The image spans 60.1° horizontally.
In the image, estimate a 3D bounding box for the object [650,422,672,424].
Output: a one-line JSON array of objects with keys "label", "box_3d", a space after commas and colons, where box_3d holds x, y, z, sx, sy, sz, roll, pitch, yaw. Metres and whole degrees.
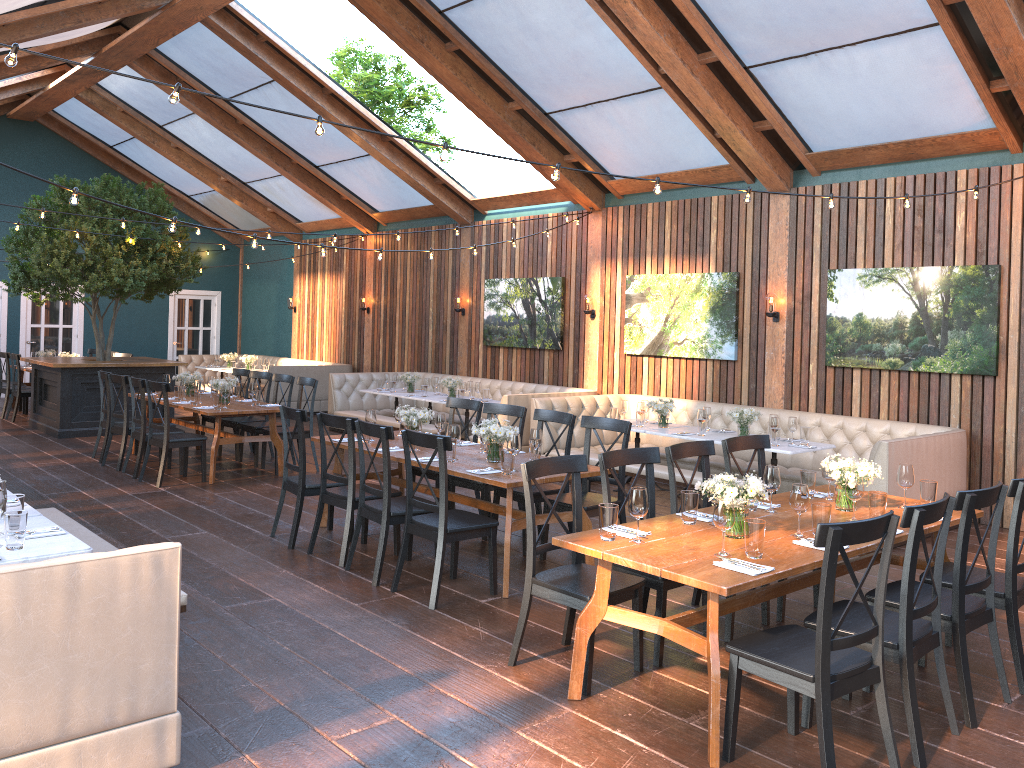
[{"label": "object", "box_3d": [1.574, 0.411, 9.434, 0.255, 0.019, 0.158, -2, 5, -41]}]

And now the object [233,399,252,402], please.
[{"label": "object", "box_3d": [-3.015, 0.186, 9.985, 0.255, 0.019, 0.158, -2, 5, -41]}]

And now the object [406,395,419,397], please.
[{"label": "object", "box_3d": [-1.319, 0.155, 11.940, 0.255, 0.019, 0.158, -2, 5, -41]}]

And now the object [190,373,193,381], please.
[{"label": "object", "box_3d": [-3.946, -0.009, 10.797, 0.092, 0.244, 0.092, 2, 1, 29]}]

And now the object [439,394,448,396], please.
[{"label": "object", "box_3d": [-0.887, 0.147, 12.230, 0.255, 0.019, 0.158, -2, 5, -41]}]

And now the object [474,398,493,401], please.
[{"label": "object", "box_3d": [-0.391, 0.200, 11.666, 0.255, 0.019, 0.158, -2, 5, -41]}]

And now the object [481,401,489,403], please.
[{"label": "object", "box_3d": [-0.423, 0.227, 11.275, 0.157, 0.019, 0.255, -2, 5, -41]}]

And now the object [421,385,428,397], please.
[{"label": "object", "box_3d": [-1.176, 0.095, 11.853, 0.092, 0.158, 0.092, 2, 1, 35]}]

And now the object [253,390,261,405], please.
[{"label": "object", "box_3d": [-2.782, 0.147, 9.639, 0.092, 0.158, 0.092, 2, 1, -5]}]

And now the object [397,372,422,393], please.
[{"label": "object", "box_3d": [-1.435, -0.031, 12.474, 0.336, 0.309, 0.330, 0, 3, -29]}]

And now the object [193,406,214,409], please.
[{"label": "object", "box_3d": [-3.162, 0.240, 9.167, 0.255, 0.019, 0.158, -2, 5, -41]}]

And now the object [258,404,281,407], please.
[{"label": "object", "box_3d": [-2.629, 0.228, 9.544, 0.255, 0.019, 0.158, -2, 5, -41]}]

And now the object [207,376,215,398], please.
[{"label": "object", "box_3d": [-3.523, 0.034, 10.370, 0.092, 0.244, 0.092, 1, 1, -44]}]

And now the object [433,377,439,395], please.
[{"label": "object", "box_3d": [-1.048, 0.031, 12.210, 0.092, 0.244, 0.092, 2, 1, 7]}]

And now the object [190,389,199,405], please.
[{"label": "object", "box_3d": [-3.407, 0.141, 9.483, 0.092, 0.158, 0.092, 1, 1, -15]}]

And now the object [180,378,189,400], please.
[{"label": "object", "box_3d": [-3.707, 0.053, 10.013, 0.092, 0.244, 0.092, 1, 1, -44]}]

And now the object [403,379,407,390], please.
[{"label": "object", "box_3d": [-1.555, 0.010, 12.919, 0.092, 0.158, 0.092, 2, 1, 35]}]

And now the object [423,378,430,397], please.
[{"label": "object", "box_3d": [-1.151, 0.046, 11.960, 0.092, 0.244, 0.092, 2, 1, 7]}]

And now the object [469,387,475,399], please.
[{"label": "object", "box_3d": [-0.531, 0.120, 11.753, 0.092, 0.158, 0.092, 2, 1, 35]}]

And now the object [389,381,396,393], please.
[{"label": "object", "box_3d": [-1.680, 0.040, 12.439, 0.092, 0.158, 0.092, 2, 1, 35]}]

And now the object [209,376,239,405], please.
[{"label": "object", "box_3d": [-3.131, 0.064, 9.609, 0.329, 0.309, 0.337, 1, 2, -4]}]

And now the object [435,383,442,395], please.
[{"label": "object", "box_3d": [-1.026, 0.067, 12.317, 0.092, 0.158, 0.092, 2, 1, 35]}]

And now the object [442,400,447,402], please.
[{"label": "object", "box_3d": [-0.792, 0.211, 11.344, 0.255, 0.019, 0.158, -2, 5, -41]}]

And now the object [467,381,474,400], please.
[{"label": "object", "box_3d": [-0.553, 0.084, 11.646, 0.092, 0.244, 0.092, 2, 1, 7]}]

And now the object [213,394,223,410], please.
[{"label": "object", "box_3d": [-3.012, 0.182, 9.053, 0.092, 0.158, 0.092, 2, 1, -5]}]

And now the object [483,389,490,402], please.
[{"label": "object", "box_3d": [-0.334, 0.149, 11.417, 0.092, 0.158, 0.092, 2, 1, -5]}]

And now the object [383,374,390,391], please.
[{"label": "object", "box_3d": [-1.806, -0.027, 12.736, 0.092, 0.244, 0.092, 2, 1, 7]}]

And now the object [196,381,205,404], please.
[{"label": "object", "box_3d": [-3.387, 0.089, 9.626, 0.092, 0.244, 0.092, 1, 1, -38]}]

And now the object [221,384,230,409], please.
[{"label": "object", "box_3d": [-2.979, 0.130, 9.198, 0.092, 0.244, 0.092, 1, 1, -38]}]

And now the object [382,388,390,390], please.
[{"label": "object", "box_3d": [-1.828, 0.074, 12.901, 0.157, 0.019, 0.255, -2, 5, -41]}]

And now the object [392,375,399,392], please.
[{"label": "object", "box_3d": [-1.656, -0.009, 12.546, 0.092, 0.244, 0.092, 2, 1, 7]}]

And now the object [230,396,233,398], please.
[{"label": "object", "box_3d": [-3.365, 0.152, 10.394, 0.255, 0.019, 0.158, -2, 5, -41]}]

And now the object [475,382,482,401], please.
[{"label": "object", "box_3d": [-0.439, 0.102, 11.440, 0.092, 0.244, 0.092, 2, 1, 7]}]

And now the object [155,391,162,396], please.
[{"label": "object", "box_3d": [-4.121, 0.062, 10.333, 0.092, 0.158, 0.092, 1, 1, -25]}]

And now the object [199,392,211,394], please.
[{"label": "object", "box_3d": [-3.757, 0.107, 10.824, 0.255, 0.019, 0.158, -2, 5, -41]}]

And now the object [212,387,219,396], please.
[{"label": "object", "box_3d": [-3.519, 0.065, 10.473, 0.092, 0.158, 0.092, 1, 1, -15]}]

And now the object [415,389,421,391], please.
[{"label": "object", "box_3d": [-1.415, 0.090, 12.832, 0.255, 0.019, 0.158, -2, 5, -41]}]

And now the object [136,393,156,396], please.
[{"label": "object", "box_3d": [-4.286, 0.119, 10.439, 0.255, 0.019, 0.158, -2, 5, -41]}]

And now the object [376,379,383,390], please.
[{"label": "object", "box_3d": [-1.914, 0.011, 12.759, 0.092, 0.158, 0.092, 2, 1, 35]}]

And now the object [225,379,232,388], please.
[{"label": "object", "box_3d": [-3.197, 0.070, 9.951, 0.092, 0.244, 0.092, 2, 1, 1]}]

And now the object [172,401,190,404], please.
[{"label": "object", "box_3d": [-3.544, 0.198, 9.606, 0.255, 0.019, 0.158, -2, 5, -41]}]

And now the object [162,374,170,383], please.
[{"label": "object", "box_3d": [-4.092, 0.010, 10.465, 0.092, 0.244, 0.092, 2, 1, 7]}]

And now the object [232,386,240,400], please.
[{"label": "object", "box_3d": [-3.146, 0.106, 10.088, 0.092, 0.158, 0.092, 2, 1, 15]}]

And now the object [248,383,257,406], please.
[{"label": "object", "box_3d": [-2.798, 0.111, 9.543, 0.092, 0.244, 0.092, 1, 1, -16]}]

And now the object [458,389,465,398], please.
[{"label": "object", "box_3d": [-0.648, 0.152, 11.256, 0.092, 0.158, 0.092, 2, 1, 35]}]

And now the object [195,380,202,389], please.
[{"label": "object", "box_3d": [-3.886, 0.026, 10.934, 0.092, 0.158, 0.092, 1, 1, -15]}]

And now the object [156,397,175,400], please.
[{"label": "object", "box_3d": [-3.873, 0.162, 9.998, 0.255, 0.019, 0.158, -2, 5, -41]}]

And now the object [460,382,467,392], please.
[{"label": "object", "box_3d": [-0.624, 0.102, 11.363, 0.092, 0.244, 0.092, 1, 1, -38]}]

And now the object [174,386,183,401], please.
[{"label": "object", "box_3d": [-3.731, 0.103, 9.891, 0.092, 0.158, 0.092, 1, 1, -35]}]

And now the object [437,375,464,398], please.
[{"label": "object", "box_3d": [-0.801, 0.037, 11.753, 0.336, 0.309, 0.330, 1, 2, -25]}]

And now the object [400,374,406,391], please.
[{"label": "object", "box_3d": [-1.576, -0.026, 12.812, 0.092, 0.244, 0.092, 2, 1, 7]}]

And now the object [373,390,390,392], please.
[{"label": "object", "box_3d": [-1.824, 0.100, 12.526, 0.255, 0.019, 0.158, -2, 5, -41]}]

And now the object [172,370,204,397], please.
[{"label": "object", "box_3d": [-3.801, -0.011, 10.416, 0.329, 0.309, 0.336, 4, 3, 44]}]
